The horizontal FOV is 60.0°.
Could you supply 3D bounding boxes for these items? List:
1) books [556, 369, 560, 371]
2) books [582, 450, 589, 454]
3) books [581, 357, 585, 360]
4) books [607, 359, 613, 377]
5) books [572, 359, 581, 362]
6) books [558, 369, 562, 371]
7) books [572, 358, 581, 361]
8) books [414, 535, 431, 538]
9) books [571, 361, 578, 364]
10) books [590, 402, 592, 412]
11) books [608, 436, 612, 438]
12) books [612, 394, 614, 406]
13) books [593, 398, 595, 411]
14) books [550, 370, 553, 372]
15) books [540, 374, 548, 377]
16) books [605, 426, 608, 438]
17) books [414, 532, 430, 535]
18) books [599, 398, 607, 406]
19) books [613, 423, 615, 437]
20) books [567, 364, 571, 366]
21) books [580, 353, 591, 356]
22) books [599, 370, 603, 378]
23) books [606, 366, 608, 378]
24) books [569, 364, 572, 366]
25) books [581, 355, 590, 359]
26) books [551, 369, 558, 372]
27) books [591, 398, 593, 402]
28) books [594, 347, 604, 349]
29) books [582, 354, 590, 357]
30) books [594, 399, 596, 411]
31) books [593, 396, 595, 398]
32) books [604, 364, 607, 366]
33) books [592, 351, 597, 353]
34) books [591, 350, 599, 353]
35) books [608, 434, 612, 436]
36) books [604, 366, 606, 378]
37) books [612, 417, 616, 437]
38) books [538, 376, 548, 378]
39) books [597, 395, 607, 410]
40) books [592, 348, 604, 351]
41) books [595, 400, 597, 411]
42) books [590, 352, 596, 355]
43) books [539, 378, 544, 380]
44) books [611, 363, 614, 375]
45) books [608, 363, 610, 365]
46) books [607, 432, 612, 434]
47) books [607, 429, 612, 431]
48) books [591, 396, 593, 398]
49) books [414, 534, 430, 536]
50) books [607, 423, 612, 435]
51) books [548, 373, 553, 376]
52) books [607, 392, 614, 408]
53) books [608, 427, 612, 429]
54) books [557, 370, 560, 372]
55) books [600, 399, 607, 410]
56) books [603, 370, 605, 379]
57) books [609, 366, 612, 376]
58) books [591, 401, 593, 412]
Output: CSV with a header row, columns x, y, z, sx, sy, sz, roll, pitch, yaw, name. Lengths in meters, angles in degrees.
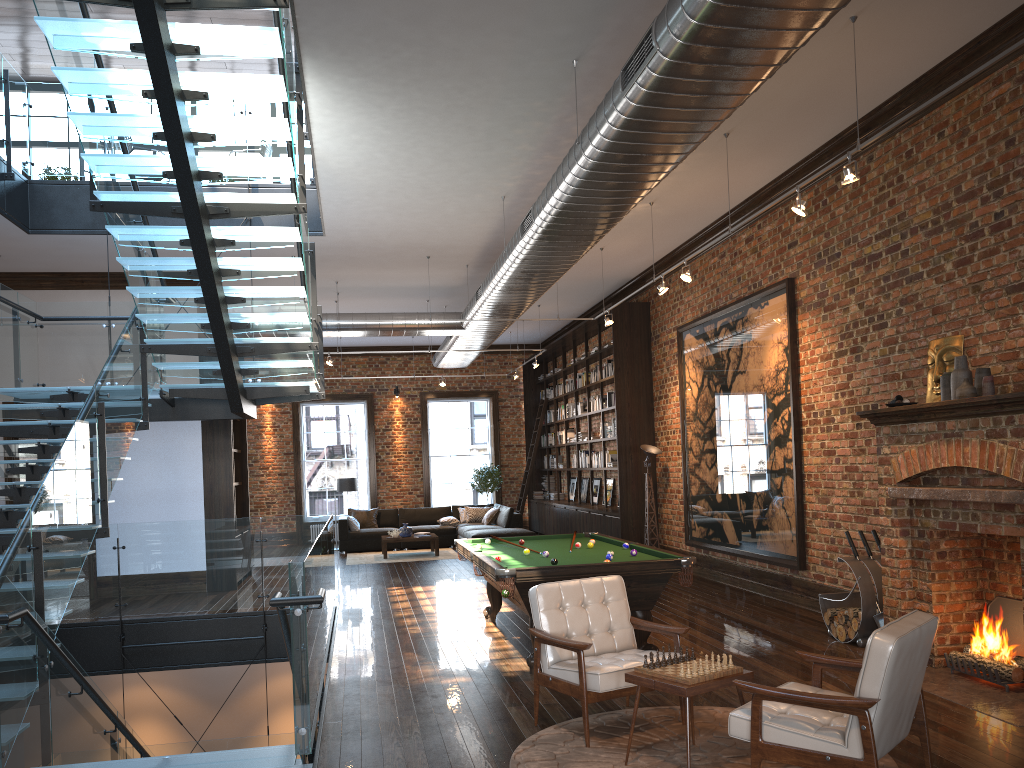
x,y,z,sx,sy,sz,roll,pitch,yaw,name
1.080,-0.302,18.716,0.232,0.006,0.290,-1,-5,-14,books
1.455,1.446,17.122,0.182,0.335,0.016,-2,0,-10,books
1.441,-0.484,16.729,0.213,0.014,0.283,-1,-5,-8,books
1.720,-0.254,15.171,0.180,0.332,0.016,-2,0,-10,books
1.323,-0.463,17.451,0.203,0.011,0.309,-1,-5,-10,books
1.098,-0.293,18.719,0.210,0.014,0.292,-1,-5,-11,books
1.313,-0.477,17.449,0.199,0.017,0.304,-1,-5,-15,books
-1.638,2.787,16.226,0.261,0.024,0.206,1,-6,-32,books
1.314,-0.424,17.449,0.219,0.016,0.368,-1,-5,-9,books
1.522,0.434,16.390,0.223,0.209,0.065,-2,-1,-10,books
1.763,0.912,15.281,0.159,0.012,0.354,-2,-5,-7,books
1.775,0.279,14.933,0.187,0.230,0.035,-2,-1,-10,books
1.567,0.387,16.216,0.166,0.268,0.011,-2,0,-10,books
0.952,-0.295,19.643,0.164,0.022,0.258,-2,-5,-6,books
0.780,-0.197,20.575,0.190,0.017,0.301,-1,-5,-12,books
1.701,0.843,15.509,0.184,0.221,0.033,-2,-1,-10,books
-1.679,2.793,16.565,0.205,0.028,0.262,-4,-6,22,books
1.639,0.363,15.766,0.171,0.237,0.058,-2,-1,-10,books
1.801,0.783,14.989,0.179,0.236,0.036,-2,-1,-10,books
1.252,-0.396,17.839,0.191,0.013,0.316,-1,-5,-14,books
1.438,-0.560,16.730,0.205,0.017,0.361,-1,-5,-13,books
1.636,-0.140,15.691,0.188,0.208,0.052,-2,-1,-10,books
1.706,-0.190,15.313,0.168,0.231,0.028,-2,-1,-10,books
1.260,-0.372,17.840,0.198,0.014,0.262,-1,-5,-10,books
1.442,-0.506,16.730,0.193,0.030,0.314,-1,-5,-15,books
0.996,-0.288,19.252,0.216,0.018,0.378,-1,-5,-12,books
1.544,0.391,16.342,0.159,0.285,0.014,-2,0,-10,books
1.573,-0.643,16.026,0.167,0.015,0.371,-2,-5,-5,books
1.455,-0.531,16.732,0.171,0.021,0.308,-1,-5,-14,books
1.578,0.393,16.145,0.160,0.241,0.031,-2,-1,-10,books
1.565,0.369,16.230,0.152,0.306,0.016,-2,0,-10,books
1.687,-0.209,15.443,0.150,0.294,0.032,-2,-1,-10,books
1.563,-0.578,16.023,0.206,0.008,0.335,-2,-5,-7,books
1.560,-0.592,16.023,0.216,0.020,0.235,-1,-5,-13,books
1.762,0.876,15.281,0.161,0.012,0.316,-2,-5,-7,books
1.693,-0.192,15.340,0.184,0.241,0.030,-2,-1,-10,books
1.786,0.735,15.012,0.180,0.339,0.013,-2,0,-10,books
0.757,-0.159,20.570,0.230,0.015,0.314,-1,-5,-14,books
1.621,0.342,15.843,0.183,0.285,0.034,-2,-1,-10,books
1.576,-0.619,16.026,0.169,0.034,0.287,-1,-5,-15,books
1.594,0.395,15.999,0.180,0.209,0.024,-2,-1,-10,books
1.557,-0.554,16.022,0.227,0.015,0.276,-1,-5,-12,books
0.765,-0.118,20.571,0.213,0.014,0.358,-1,-5,-14,books
1.765,-0.232,14.978,0.164,0.257,0.100,-2,-1,-10,books
1.734,-0.224,15.122,0.168,0.262,0.016,-2,0,-10,books
1.759,0.839,15.280,0.161,0.012,0.317,-1,-5,-14,books
1.764,0.790,15.278,0.159,0.012,0.352,-1,-5,-8,books
1.530,0.385,16.483,0.142,0.323,0.116,-2,-1,-10,books
-1.681,2.820,16.572,0.206,0.024,0.262,-5,-6,24,books
1.735,0.816,15.481,0.137,0.267,0.034,-2,-1,-10,books
0.923,-0.211,19.637,0.229,0.033,0.274,-2,-5,-6,books
1.734,0.270,15.003,0.245,0.265,0.038,-2,-1,-10,books
1.763,0.754,15.279,0.161,0.012,0.314,-1,-5,-8,books
1.095,-0.277,18.718,0.205,0.018,0.325,-1,-5,-13,books
1.653,0.368,15.740,0.182,0.218,0.051,-2,-1,-10,books
1.678,-0.157,15.395,0.189,0.182,0.025,-2,-1,-10,books
1.743,-0.201,15.050,0.190,0.202,0.027,-2,-1,-10,books
1.550,0.422,16.263,0.181,0.207,0.030,-2,-1,-10,books
